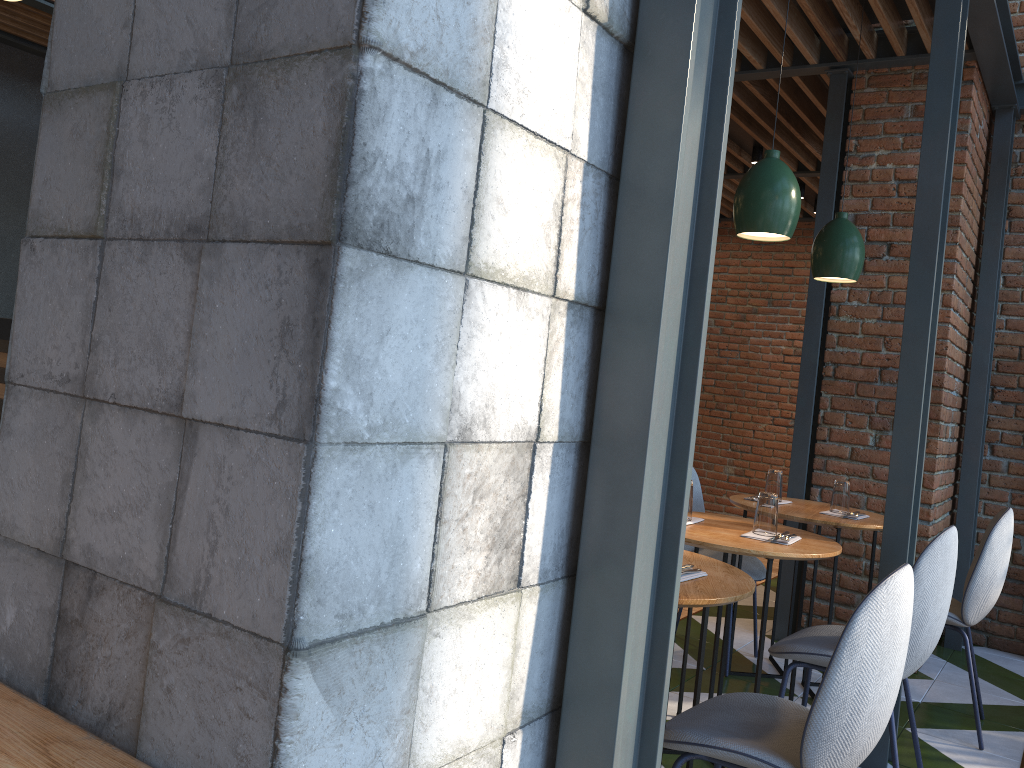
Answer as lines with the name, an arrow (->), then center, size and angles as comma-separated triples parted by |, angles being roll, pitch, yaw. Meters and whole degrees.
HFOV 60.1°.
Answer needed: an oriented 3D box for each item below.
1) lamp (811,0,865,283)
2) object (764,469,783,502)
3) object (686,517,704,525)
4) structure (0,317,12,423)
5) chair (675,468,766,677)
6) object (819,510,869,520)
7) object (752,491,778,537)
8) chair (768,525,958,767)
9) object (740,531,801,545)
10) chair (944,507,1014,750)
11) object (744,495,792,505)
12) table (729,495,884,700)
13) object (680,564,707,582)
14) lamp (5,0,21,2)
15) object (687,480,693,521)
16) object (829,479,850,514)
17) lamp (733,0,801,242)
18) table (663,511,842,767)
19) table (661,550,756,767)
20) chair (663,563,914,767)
lamp -> 1.529, -1.460, 3.913 | 0.224, 2.025, 0.223 | 5, -2, 37
object -> 1.165, 0.450, 3.939 | 0.080, 0.138, 0.080 | 7, -1, -20
object -> 0.574, 0.463, 3.100 | 0.158, 0.019, 0.242 | 7, 1, 30
structure -> -1.527, 0.238, 5.931 | 2.923, 1.398, 4.905 | 7, 1, 33
chair -> 0.916, 0.801, 4.078 | 0.509, 0.889, 0.417 | 6, -2, 35
object -> 1.406, 0.547, 3.751 | 0.158, 0.019, 0.242 | 7, 1, 37
object -> 0.845, 0.430, 2.939 | 0.080, 0.138, 0.080 | 5, -2, 43
chair -> 1.069, 0.840, 2.758 | 0.509, 0.889, 0.417 | 6, -2, 35
object -> 0.851, 0.498, 2.915 | 0.158, 0.019, 0.242 | 7, 1, 30
chair -> 1.689, 0.898, 3.557 | 0.508, 0.889, 0.417 | 6, -1, 30
object -> 1.152, 0.515, 3.968 | 0.158, 0.019, 0.242 | 7, 1, 37
table -> 1.260, 0.915, 3.837 | 0.698, 0.748, 0.699 | 7, -1, -10
object -> 0.361, 0.454, 2.170 | 0.158, 0.019, 0.242 | 7, 1, 39
lamp -> -2.254, -3.757, 4.364 | 0.269, 3.800, 0.267 | 5, -2, 39
object -> 0.591, 0.399, 3.072 | 0.080, 0.138, 0.080 | 7, -1, -17
object -> 1.402, 0.480, 3.777 | 0.080, 0.138, 0.080 | 6, -1, 20
lamp -> 0.976, -1.509, 3.070 | 0.224, 2.025, 0.223 | 5, -2, 37
table -> 0.706, 0.866, 2.993 | 0.698, 0.748, 0.700 | 7, -1, -14
table -> 0.219, 0.822, 2.251 | 0.701, 0.748, 0.697 | 6, -1, 44
chair -> 0.584, 0.798, 1.982 | 0.509, 0.889, 0.417 | 6, -2, 35
